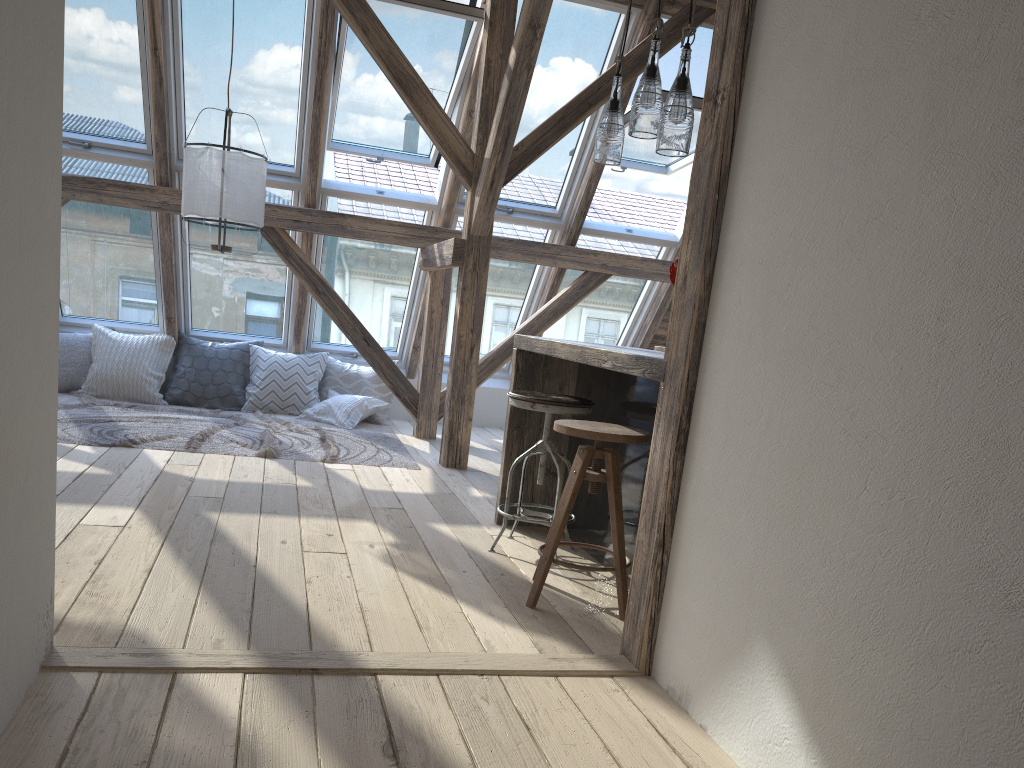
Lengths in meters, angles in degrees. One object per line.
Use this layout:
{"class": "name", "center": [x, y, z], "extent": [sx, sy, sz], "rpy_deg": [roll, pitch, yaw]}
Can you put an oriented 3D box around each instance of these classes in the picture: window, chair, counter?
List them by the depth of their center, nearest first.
{"class": "chair", "center": [0.261, 0.439, 2.948], "extent": [0.340, 0.607, 0.334], "rpy_deg": [7, 9, 5]}
{"class": "chair", "center": [0.120, 0.361, 3.529], "extent": [0.351, 0.649, 0.349], "rpy_deg": [10, 10, 18]}
{"class": "counter", "center": [0.963, 0.284, 4.524], "extent": [2.247, 0.868, 3.740], "rpy_deg": [5, 5, -15]}
{"class": "window", "center": [-2.487, -2.031, 4.984], "extent": [0.857, 1.302, 1.073], "rpy_deg": [4, 8, -15]}
{"class": "window", "center": [-1.603, -1.942, 5.231], "extent": [0.857, 1.302, 1.073], "rpy_deg": [4, 8, -15]}
{"class": "window", "center": [-0.730, -1.859, 5.524], "extent": [0.857, 1.301, 1.377], "rpy_deg": [4, 8, -15]}
{"class": "window", "center": [0.166, -1.766, 5.724], "extent": [0.857, 1.302, 1.073], "rpy_deg": [4, 8, -15]}
{"class": "window", "center": [1.036, -1.683, 6.029], "extent": [0.857, 1.301, 1.490], "rpy_deg": [4, 7, -15]}
{"class": "window", "center": [-2.874, -0.941, 6.153], "extent": [0.857, 1.302, 1.073], "rpy_deg": [4, 8, -15]}
{"class": "window", "center": [-1.989, -0.853, 6.399], "extent": [0.857, 1.302, 1.073], "rpy_deg": [4, 8, -15]}
{"class": "window", "center": [-1.105, -0.765, 6.646], "extent": [0.857, 1.302, 1.073], "rpy_deg": [4, 8, -15]}
{"class": "window", "center": [-0.220, -0.677, 6.893], "extent": [0.857, 1.302, 1.073], "rpy_deg": [4, 8, -15]}
{"class": "window", "center": [0.664, -0.588, 7.139], "extent": [0.857, 1.302, 1.073], "rpy_deg": [4, 8, -15]}

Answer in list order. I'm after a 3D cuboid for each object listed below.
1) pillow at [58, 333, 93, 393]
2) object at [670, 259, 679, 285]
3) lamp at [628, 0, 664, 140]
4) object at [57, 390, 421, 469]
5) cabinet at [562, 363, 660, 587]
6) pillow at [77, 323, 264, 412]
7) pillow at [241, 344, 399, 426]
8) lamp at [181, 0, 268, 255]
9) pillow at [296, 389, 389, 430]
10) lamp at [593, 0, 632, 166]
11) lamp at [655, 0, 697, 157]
{"class": "pillow", "center": [-3.504, -0.186, 6.351], "extent": [1.136, 0.535, 0.426], "rpy_deg": [5, 8, -23]}
{"class": "object", "center": [0.592, -0.264, 2.475], "extent": [0.310, 0.423, 0.248], "rpy_deg": [9, 9, 17]}
{"class": "lamp", "center": [0.460, -1.480, 2.917], "extent": [0.240, 1.263, 0.106], "rpy_deg": [6, 11, -4]}
{"class": "object", "center": [-2.310, 0.210, 5.722], "extent": [3.194, 0.057, 2.146], "rpy_deg": [6, 4, -15]}
{"class": "cabinet", "center": [1.177, -0.515, 4.192], "extent": [2.098, 2.554, 4.133], "rpy_deg": [5, 6, -15]}
{"class": "pillow", "center": [-2.539, -0.123, 6.586], "extent": [1.275, 0.575, 0.458], "rpy_deg": [5, 8, -14]}
{"class": "pillow", "center": [-1.474, 0.015, 6.845], "extent": [1.157, 0.545, 0.491], "rpy_deg": [6, 8, -10]}
{"class": "lamp", "center": [-1.405, -1.629, 4.414], "extent": [0.403, 1.934, 0.395], "rpy_deg": [12, 12, 25]}
{"class": "pillow", "center": [-1.279, 0.198, 6.606], "extent": [0.532, 0.247, 0.471], "rpy_deg": [9, 6, 26]}
{"class": "lamp", "center": [0.377, -1.484, 3.194], "extent": [0.225, 1.315, 0.106], "rpy_deg": [4, 11, -13]}
{"class": "lamp", "center": [0.525, -1.399, 2.630], "extent": [0.226, 1.369, 0.106], "rpy_deg": [4, 11, -13]}
